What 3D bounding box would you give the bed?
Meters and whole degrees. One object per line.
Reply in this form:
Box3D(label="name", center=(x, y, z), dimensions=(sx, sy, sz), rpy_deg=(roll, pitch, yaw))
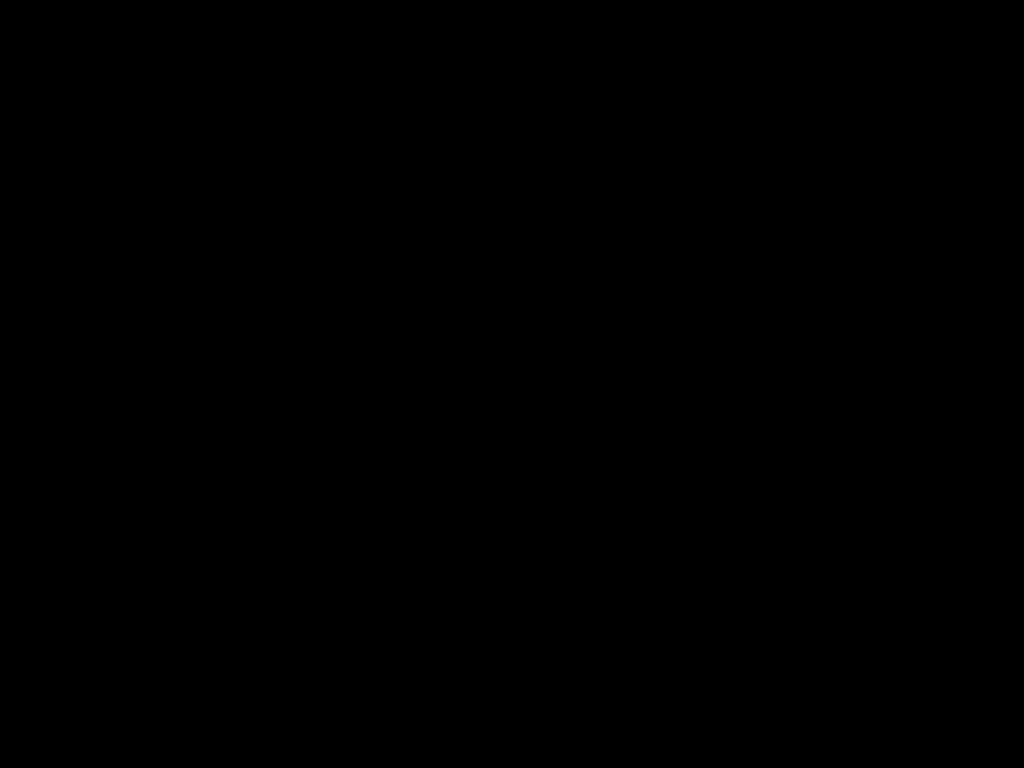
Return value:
Box3D(label="bed", center=(0.529, -0.245, 0.891), dimensions=(3.009, 0.994, 2.087), rpy_deg=(8, -11, -41))
